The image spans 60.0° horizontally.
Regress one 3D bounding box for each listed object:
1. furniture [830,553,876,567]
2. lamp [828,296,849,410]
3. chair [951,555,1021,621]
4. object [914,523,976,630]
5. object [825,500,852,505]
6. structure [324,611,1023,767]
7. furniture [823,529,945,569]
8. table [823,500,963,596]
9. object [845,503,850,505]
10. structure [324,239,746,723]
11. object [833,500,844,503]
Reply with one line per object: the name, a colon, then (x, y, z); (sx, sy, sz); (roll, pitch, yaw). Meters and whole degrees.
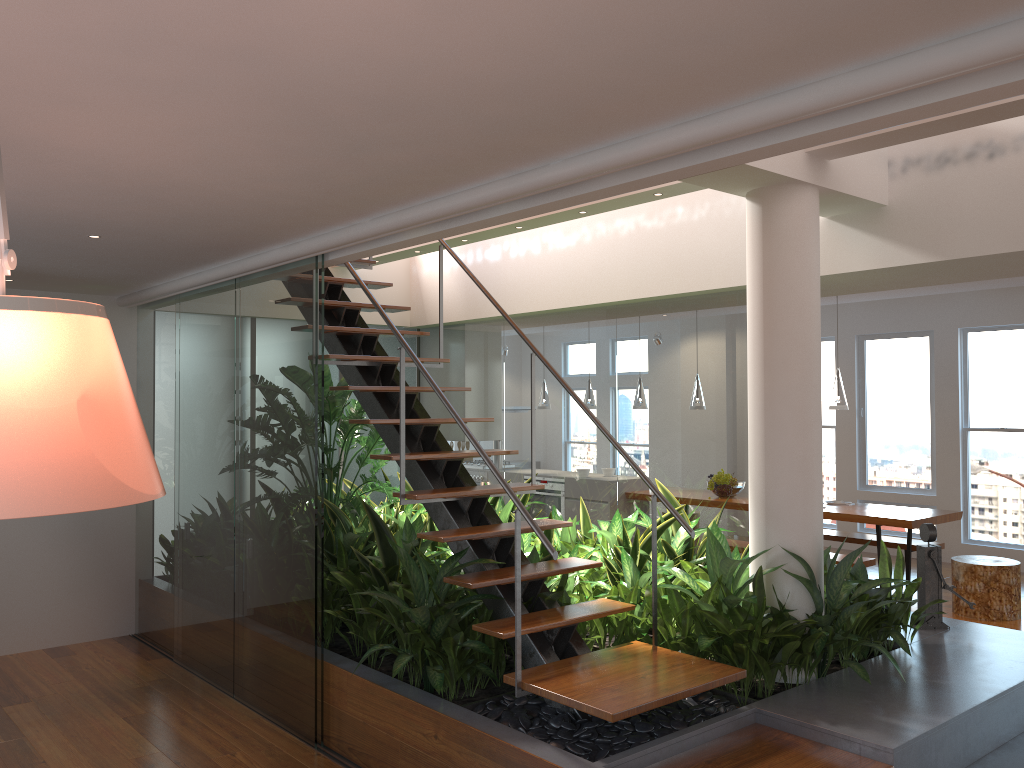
furniture: (2.232, 1.559, 7.303); (0.316, 0.389, 1.433); (1, -2, -40)
lamp: (2.708, -0.316, 7.370); (0.160, 1.060, 0.160); (0, -1, -13)
chair: (3.570, 1.530, 6.682); (0.460, 0.400, 0.460); (1, -2, -30)
object: (2.340, 1.042, 4.831); (0.318, 0.565, 0.134); (0, -1, -4)
object: (2.876, 1.049, 7.818); (0.222, 0.020, 0.222); (-1, -2, 42)
structure: (0.339, 1.528, 5.142); (3.088, 0.386, 5.584); (1, -2, -40)
furniture: (3.142, 1.574, 8.074); (0.316, 0.389, 1.433); (1, -2, -40)
table: (1.409, 1.448, 9.236); (0.893, 0.704, 5.996); (1, -2, -40)
object: (2.955, 1.046, 7.746); (0.019, 0.017, 0.158); (-2, -2, 45)
structure: (-0.258, -0.546, 5.561); (2.552, 4.265, 4.591); (1, -2, -40)
object: (2.876, 1.043, 7.818); (0.079, 0.030, 0.070); (0, -1, 3)
